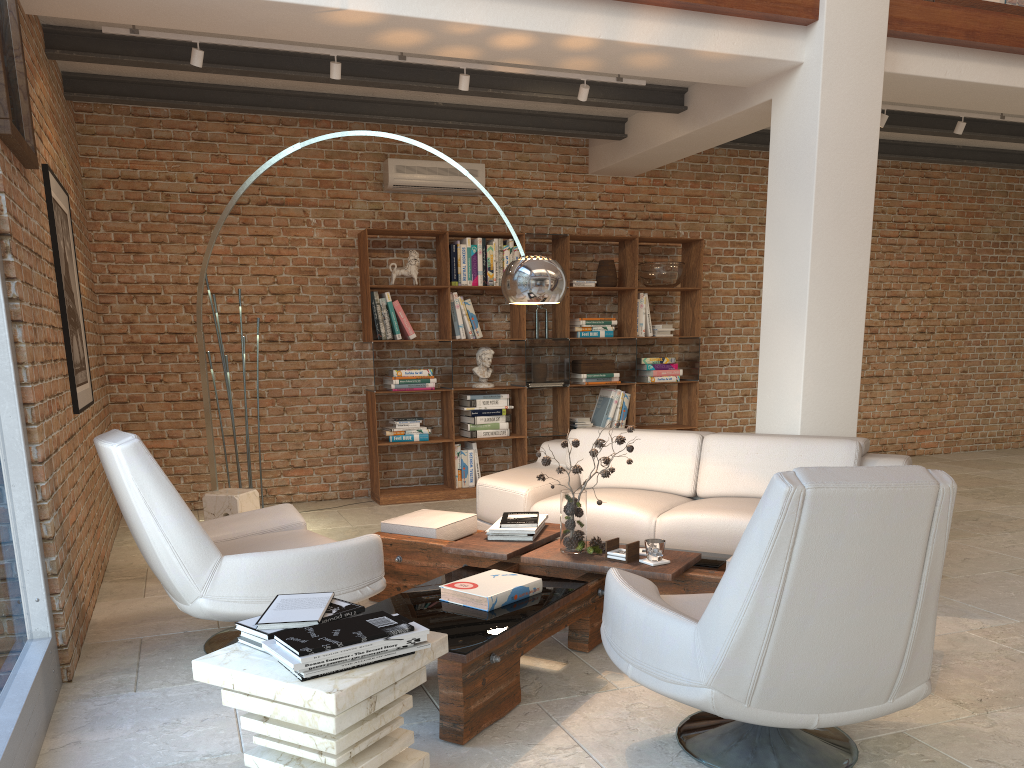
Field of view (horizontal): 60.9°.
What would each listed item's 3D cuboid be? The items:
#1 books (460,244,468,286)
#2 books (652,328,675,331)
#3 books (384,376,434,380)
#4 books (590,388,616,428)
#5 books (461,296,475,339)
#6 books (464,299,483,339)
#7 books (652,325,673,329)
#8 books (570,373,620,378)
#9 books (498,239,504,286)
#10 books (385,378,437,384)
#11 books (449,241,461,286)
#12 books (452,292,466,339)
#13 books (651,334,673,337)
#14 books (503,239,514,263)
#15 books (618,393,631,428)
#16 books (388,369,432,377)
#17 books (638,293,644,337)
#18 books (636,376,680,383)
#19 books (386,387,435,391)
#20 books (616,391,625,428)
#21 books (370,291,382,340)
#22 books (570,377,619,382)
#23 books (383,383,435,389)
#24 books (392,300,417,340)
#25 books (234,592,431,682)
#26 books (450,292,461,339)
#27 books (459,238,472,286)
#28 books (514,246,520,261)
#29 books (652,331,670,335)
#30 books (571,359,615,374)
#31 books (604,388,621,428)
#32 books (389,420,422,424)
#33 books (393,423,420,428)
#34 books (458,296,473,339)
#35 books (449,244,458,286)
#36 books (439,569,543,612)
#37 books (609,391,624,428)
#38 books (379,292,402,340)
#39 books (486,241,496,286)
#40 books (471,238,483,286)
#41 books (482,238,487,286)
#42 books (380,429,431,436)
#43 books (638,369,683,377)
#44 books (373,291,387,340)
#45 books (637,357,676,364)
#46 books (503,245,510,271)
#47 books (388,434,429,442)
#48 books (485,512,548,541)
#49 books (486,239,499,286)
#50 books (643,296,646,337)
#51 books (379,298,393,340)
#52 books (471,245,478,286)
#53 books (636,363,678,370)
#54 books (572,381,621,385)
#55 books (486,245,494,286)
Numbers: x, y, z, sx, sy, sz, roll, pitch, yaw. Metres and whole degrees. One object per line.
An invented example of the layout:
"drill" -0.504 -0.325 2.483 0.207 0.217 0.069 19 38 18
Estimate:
"books" -0.435 -0.977 7.250 0.055 0.339 0.248 -6 10 -21
"books" 1.367 -0.500 8.026 0.170 0.019 0.231 -2 3 -18
"books" -0.862 -0.056 7.305 0.354 0.021 0.266 -2 3 -22
"books" 0.828 0.232 8.010 0.162 0.383 0.237 -5 11 -20
"books" -0.413 -0.555 7.370 0.124 0.359 0.265 -5 10 -21
"books" -0.363 -0.547 7.375 0.157 0.339 0.248 -5 10 -21
"books" 1.361 -0.526 8.013 0.131 0.035 0.202 -3 4 -31
"books" 0.746 -0.078 7.877 0.378 0.037 0.239 -2 3 -22
"books" -0.130 -1.015 7.364 0.036 0.395 0.237 -6 11 -21
"books" -0.853 -0.026 7.294 0.377 0.037 0.239 -2 3 -27
"books" -0.478 -0.990 7.250 0.020 0.370 0.265 -6 11 -21
"books" -0.477 -0.569 7.323 0.103 0.395 0.237 -5 11 -21
"books" 1.364 -0.447 8.047 0.170 0.019 0.231 -2 3 -13
"books" -0.042 -1.018 7.396 0.036 0.395 0.237 -6 11 -21
"books" 0.985 0.246 8.052 0.116 0.344 0.248 -5 10 -21
"books" -0.854 -0.094 7.297 0.325 0.057 0.249 -2 4 -18
"books" 1.115 -0.622 7.903 0.036 0.395 0.237 -6 11 -21
"books" 1.359 -0.049 8.131 0.325 0.057 0.249 -2 4 -18
"books" -0.858 0.039 7.321 0.354 0.021 0.266 -2 3 -20
"books" 0.938 0.239 8.048 0.097 0.365 0.265 -5 10 -21
"books" -1.134 -0.551 7.093 0.091 0.396 0.237 -6 11 -21
"books" 0.748 -0.043 7.922 0.377 0.037 0.239 -2 3 -25
"books" -0.865 0.011 7.305 0.377 0.037 0.239 -2 3 -25
"books" -0.919 -0.526 7.198 0.194 0.328 0.248 -5 10 -20
"books" -0.541 0.685 2.459 0.385 0.082 0.560 -3 4 -37
"books" -0.520 -0.569 7.331 0.101 0.395 0.237 -5 11 -21
"books" -0.393 -1.006 7.264 0.036 0.395 0.237 -6 11 -21
"books" -0.002 -0.992 7.434 0.055 0.339 0.248 -6 10 -21
"books" 1.362 -0.473 8.025 0.132 0.035 0.201 -1 3 -11
"books" 0.732 -0.157 7.864 0.334 0.122 0.208 -2 6 -20
"books" 0.876 0.231 8.003 0.160 0.384 0.237 -5 11 -20
"books" -0.906 0.319 7.392 0.235 0.019 0.167 -2 3 -27
"books" -0.898 0.346 7.393 0.205 0.035 0.129 -2 4 -20
"books" -0.430 -0.554 7.354 0.124 0.359 0.265 -5 10 -21
"books" -0.514 -0.975 7.241 0.055 0.339 0.248 -6 10 -21
"books" -0.080 0.803 3.411 0.252 0.058 0.321 2 4 40
"books" 0.922 0.238 8.032 0.097 0.365 0.265 -5 10 -21
"books" -0.998 -0.553 7.139 0.120 0.393 0.237 -5 11 -21
"books" -0.192 -0.999 7.344 0.020 0.370 0.265 -6 11 -21
"books" -0.303 -1.009 7.291 0.036 0.395 0.237 -6 11 -21
"books" -0.272 -1.010 7.312 0.036 0.395 0.237 -6 11 -21
"books" -0.906 0.401 7.388 0.378 0.037 0.239 -2 3 -20
"books" 1.381 -0.106 8.126 0.324 0.057 0.250 -2 4 -25
"books" -1.102 -0.553 7.113 0.091 0.396 0.237 -6 11 -21
"books" 1.318 -0.217 8.090 0.326 0.057 0.248 -1 3 -10
"books" -0.085 -0.988 7.381 0.055 0.339 0.248 -6 10 -21
"books" -0.883 0.447 7.398 0.326 0.057 0.248 -1 3 -10
"books" 0.026 0.703 4.338 0.250 0.076 0.391 0 3 12
"books" -0.170 -1.014 7.364 0.036 0.395 0.237 -6 11 -21
"books" 1.139 -0.610 7.925 0.020 0.370 0.265 -6 11 -21
"books" -1.060 -0.529 7.154 0.102 0.344 0.248 -5 10 -21
"books" -0.354 -0.980 7.299 0.055 0.339 0.248 -6 10 -21
"books" 1.335 -0.161 8.108 0.325 0.057 0.249 -2 4 -20
"books" 0.766 -0.014 7.920 0.354 0.021 0.266 -2 3 -22
"books" -0.222 -0.983 7.321 0.055 0.339 0.248 -6 10 -21
